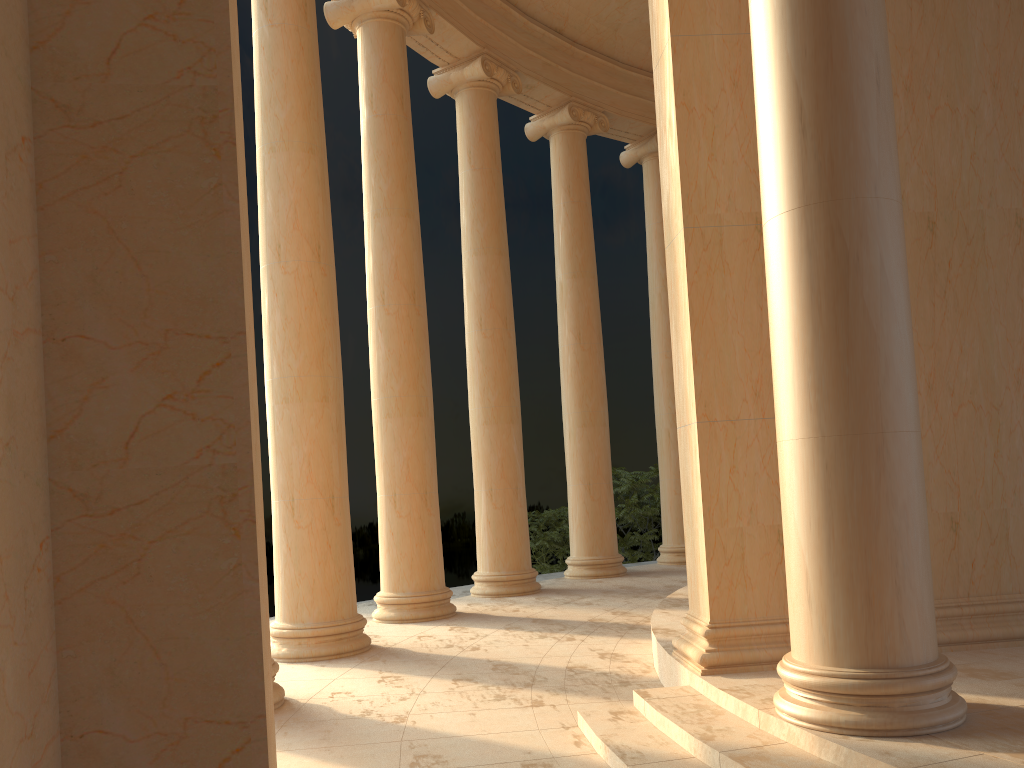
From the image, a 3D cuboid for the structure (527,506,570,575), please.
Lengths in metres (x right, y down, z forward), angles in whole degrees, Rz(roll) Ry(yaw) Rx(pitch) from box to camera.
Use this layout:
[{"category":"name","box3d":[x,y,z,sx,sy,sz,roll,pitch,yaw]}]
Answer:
[{"category":"structure","box3d":[57.593,306.555,1522.777,149.344,187.732,156.148,-4,-4,8]}]

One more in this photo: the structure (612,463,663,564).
[{"category":"structure","box3d":[245.715,292.336,1608.172,247.110,298.546,238.606,-3,-4,-2]}]
